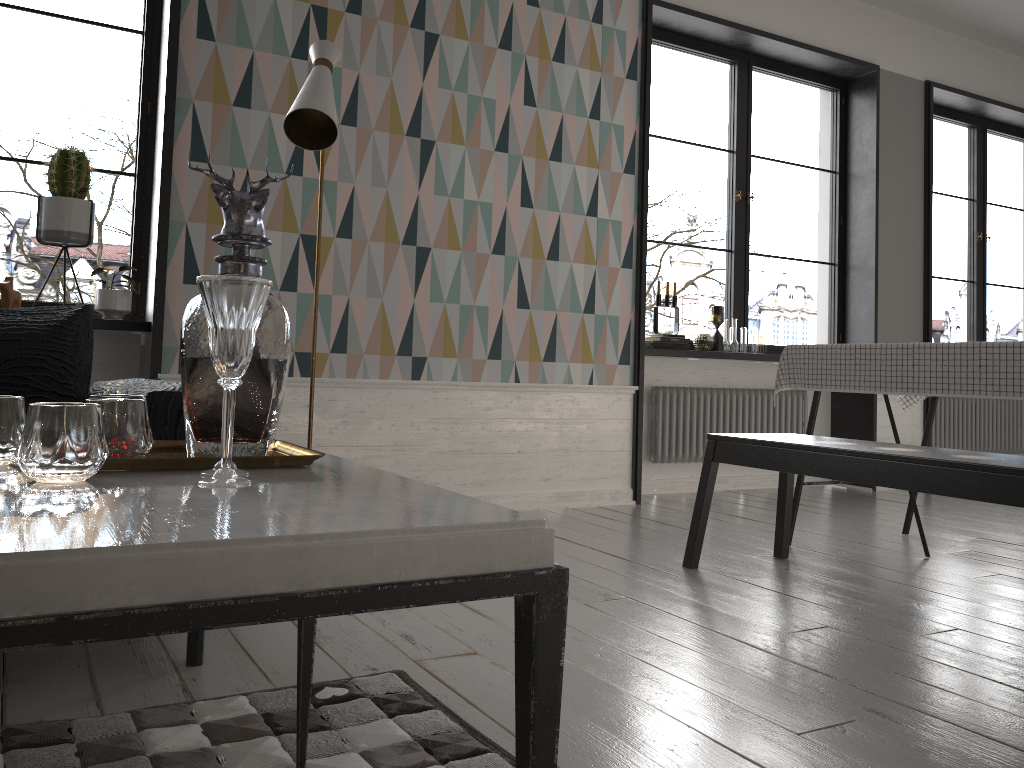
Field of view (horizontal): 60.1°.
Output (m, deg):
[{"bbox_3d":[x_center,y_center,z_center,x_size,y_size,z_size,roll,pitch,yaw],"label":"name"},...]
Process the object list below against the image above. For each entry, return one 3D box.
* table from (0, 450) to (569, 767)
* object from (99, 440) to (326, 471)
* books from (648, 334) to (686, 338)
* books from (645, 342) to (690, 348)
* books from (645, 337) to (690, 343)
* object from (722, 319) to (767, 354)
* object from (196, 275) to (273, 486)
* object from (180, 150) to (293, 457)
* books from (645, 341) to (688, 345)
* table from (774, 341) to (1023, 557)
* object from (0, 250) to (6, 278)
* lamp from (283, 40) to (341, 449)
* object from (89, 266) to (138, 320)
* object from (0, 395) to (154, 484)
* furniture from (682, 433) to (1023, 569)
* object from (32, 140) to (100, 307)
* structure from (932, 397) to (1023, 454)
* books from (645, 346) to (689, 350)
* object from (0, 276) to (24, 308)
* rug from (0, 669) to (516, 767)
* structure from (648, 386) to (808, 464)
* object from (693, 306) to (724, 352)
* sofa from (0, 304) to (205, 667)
[{"bbox_3d":[-0.768,0.354,0.742,1.454,0.512,0.732,2,0,-29],"label":"table"},{"bbox_3d":[-0.437,0.093,1.184,0.318,0.015,0.246,1,1,-29],"label":"object"},{"bbox_3d":[0.829,-0.256,4.739,0.153,0.017,0.123,1,1,-28],"label":"books"},{"bbox_3d":[0.789,-0.206,4.732,0.271,0.019,0.183,1,1,-30],"label":"books"},{"bbox_3d":[0.823,-0.236,4.740,0.198,0.022,0.162,1,1,-29],"label":"books"},{"bbox_3d":[1.303,-0.268,5.018,0.267,0.193,0.153,2,-2,-29],"label":"object"},{"bbox_3d":[-0.326,-0.005,1.023,0.082,0.228,0.167,3,-2,-18],"label":"object"},{"bbox_3d":[-0.381,-0.107,1.236,0.148,0.418,0.155,2,-3,-10],"label":"object"},{"bbox_3d":[0.799,-0.220,4.733,0.216,0.011,0.174,2,1,-24],"label":"books"},{"bbox_3d":[1.875,0.272,2.834,0.930,0.786,2.024,2,0,-30],"label":"table"},{"bbox_3d":[-1.973,-0.398,3.222,0.213,0.284,0.234,1,-2,34],"label":"object"},{"bbox_3d":[-0.622,-0.271,3.141,0.678,1.708,1.245,3,-2,-31],"label":"lamp"},{"bbox_3d":[-1.503,-0.346,3.337,0.170,0.204,0.246,3,-1,-27],"label":"object"},{"bbox_3d":[-0.509,0.062,1.075,0.279,0.087,0.245,2,0,38],"label":"object"},{"bbox_3d":[1.199,0.421,2.412,0.465,0.457,1.669,3,0,-30],"label":"furniture"},{"bbox_3d":[-1.659,-0.583,3.287,0.228,0.672,0.235,0,-3,31],"label":"object"},{"bbox_3d":[3.323,0.288,6.295,1.221,0.429,0.148,2,-2,-31],"label":"structure"},{"bbox_3d":[0.790,-0.191,4.724,0.267,0.011,0.161,1,1,-27],"label":"books"},{"bbox_3d":[-2.084,-0.458,3.107,0.661,0.411,0.134,2,-3,-28],"label":"object"},{"bbox_3d":[-0.894,0.593,0.481,2.523,0.034,1.769,1,1,-29],"label":"rug"},{"bbox_3d":[1.283,0.237,5.145,1.221,0.429,0.148,2,-2,-31],"label":"structure"},{"bbox_3d":[1.094,-0.306,4.890,0.194,0.258,0.115,2,-3,-19],"label":"object"},{"bbox_3d":[-1.791,0.174,1.728,2.337,0.800,0.969,2,-1,-30],"label":"sofa"}]
